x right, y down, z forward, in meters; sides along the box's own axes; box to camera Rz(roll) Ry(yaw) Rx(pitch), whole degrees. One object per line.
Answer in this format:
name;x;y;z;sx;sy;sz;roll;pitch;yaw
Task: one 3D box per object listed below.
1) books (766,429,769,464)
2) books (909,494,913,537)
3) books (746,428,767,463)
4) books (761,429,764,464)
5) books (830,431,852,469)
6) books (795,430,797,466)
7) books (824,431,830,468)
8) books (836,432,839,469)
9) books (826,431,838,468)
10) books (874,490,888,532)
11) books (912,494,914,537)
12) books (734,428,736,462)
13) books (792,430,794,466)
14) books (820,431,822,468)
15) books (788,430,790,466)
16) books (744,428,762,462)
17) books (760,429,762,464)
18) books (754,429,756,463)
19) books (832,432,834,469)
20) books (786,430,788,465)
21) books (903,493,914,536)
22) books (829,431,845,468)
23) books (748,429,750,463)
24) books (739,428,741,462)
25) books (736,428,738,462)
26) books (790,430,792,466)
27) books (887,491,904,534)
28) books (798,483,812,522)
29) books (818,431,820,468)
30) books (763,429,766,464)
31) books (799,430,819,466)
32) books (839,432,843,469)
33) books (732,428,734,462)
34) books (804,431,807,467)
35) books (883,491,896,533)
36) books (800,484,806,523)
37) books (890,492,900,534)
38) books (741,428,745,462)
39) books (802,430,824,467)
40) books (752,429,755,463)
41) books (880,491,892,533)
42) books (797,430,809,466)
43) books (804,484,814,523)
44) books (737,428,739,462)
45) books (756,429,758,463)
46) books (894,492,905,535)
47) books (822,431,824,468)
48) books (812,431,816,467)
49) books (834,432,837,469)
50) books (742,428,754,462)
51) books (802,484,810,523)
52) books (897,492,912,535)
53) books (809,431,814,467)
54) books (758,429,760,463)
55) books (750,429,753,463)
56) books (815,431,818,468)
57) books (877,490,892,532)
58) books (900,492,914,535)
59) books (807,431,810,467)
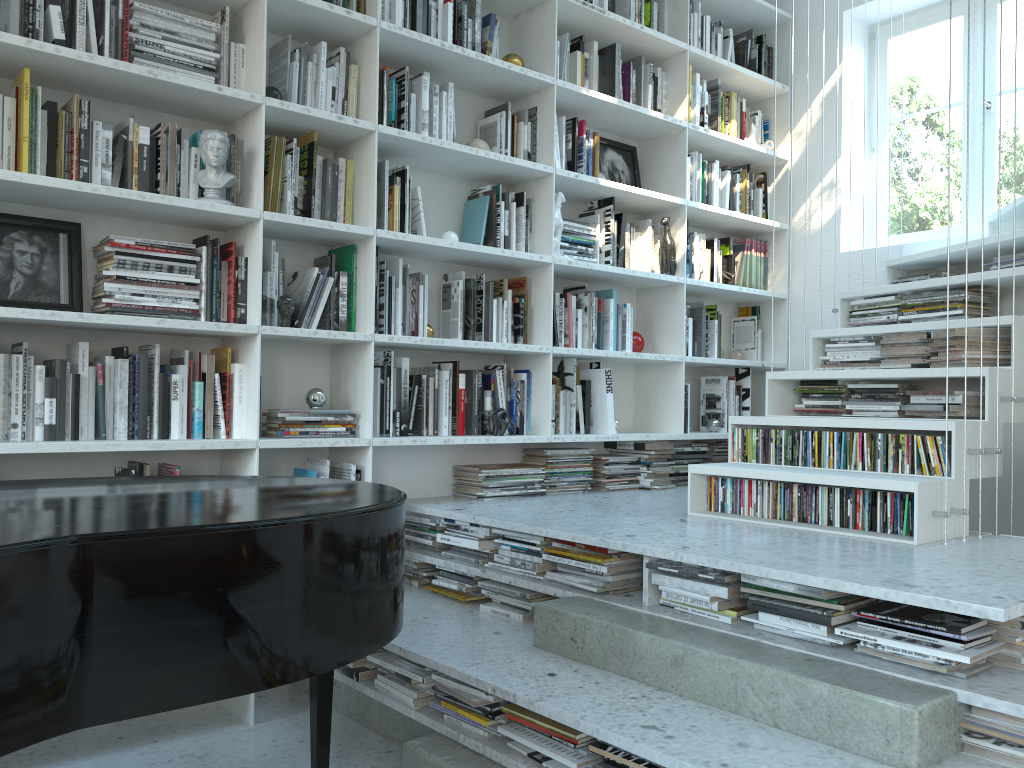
books;0.969;0.228;3.240;0.125;0.125;0.010;2;-1;-39
books;1.234;0.393;2.680;0.125;0.125;0.013;2;-1;-39
books;0.913;0.229;3.308;0.125;0.125;0.008;2;-1;-39
books;0.956;0.228;3.255;0.125;0.125;0.008;2;-1;-39
books;1.130;0.226;3.044;0.125;0.125;0.008;2;-1;-39
books;1.044;0.227;3.148;0.125;0.125;0.008;2;-1;-39
books;1.114;0.226;3.063;0.125;0.125;0.010;2;-1;-39
books;1.144;0.226;3.027;0.125;0.125;0.007;2;-1;-39
books;1.120;0.226;3.056;0.125;0.125;0.008;2;-1;-39
books;1.165;0.394;2.764;0.125;0.125;0.009;2;-1;-39
books;1.240;0.393;2.673;0.125;0.125;0.009;2;-1;-39
books;0.879;0.229;3.349;0.125;0.125;0.008;2;-1;-39
books;1.035;0.227;3.159;0.125;0.125;0.007;2;-1;-39
books;1.105;0.226;3.075;0.125;0.125;0.007;2;-1;-39
books;1.026;0.227;3.171;0.125;0.125;0.007;2;-1;-39
books;0.908;0.229;3.313;0.125;0.125;0.007;2;-1;-39
books;0.951;0.228;3.261;0.125;0.125;0.008;2;-1;-39
books;0.937;0.228;3.279;0.125;0.125;0.007;2;-1;-39
books;1.135;0.226;3.038;0.125;0.125;0.008;2;-1;-39
books;1.021;0.227;3.177;0.125;0.125;0.008;2;-1;-39
books;1.225;0.393;2.691;0.125;0.125;0.016;2;-1;-39
books;1.126;0.226;3.049;0.125;0.125;0.008;2;-1;-39
books;0.919;0.229;3.301;0.125;0.125;0.010;2;-1;-39
books;0.894;0.229;3.331;0.125;0.125;0.007;2;-1;-39
books;0.884;0.229;3.343;0.125;0.125;0.009;2;-1;-39
books;1.030;0.227;3.165;0.125;0.125;0.007;2;-1;-39
books;1.192;0.394;2.732;0.125;0.125;0.010;2;-1;-39
books;0.996;0.396;2.969;0.125;0.125;0.008;2;-1;-39
books;1.100;0.226;3.081;0.125;0.125;0.007;2;-1;-39
books;0.962;0.228;3.248;0.125;0.125;0.010;2;-1;-39
books;1.055;0.227;3.135;0.125;0.125;0.012;2;-1;-39
books;1.149;0.226;3.021;0.125;0.125;0.008;2;-1;-39
books;0.874;0.229;3.355;0.125;0.125;0.008;2;-1;-39
books;1.067;0.227;3.120;0.125;0.125;0.009;2;-1;-39
books;1.185;0.394;2.740;0.125;0.125;0.014;2;-1;-39
books;1.001;0.396;2.963;0.125;0.125;0.008;2;-1;-39
books;1.199;0.394;2.723;0.125;0.125;0.013;2;-1;-39
books;0.898;0.229;3.325;0.125;0.125;0.008;2;-1;-39
books;1.062;0.227;3.126;0.125;0.125;0.010;2;-1;-39
books;0.931;0.229;3.285;0.125;0.125;0.008;2;-1;-39
books;1.177;0.394;2.749;0.125;0.125;0.010;2;-1;-39
books;1.049;0.227;3.143;0.125;0.125;0.008;2;-1;-39
books;1.010;0.396;2.952;0.125;0.125;0.008;2;-1;-39
books;0.889;0.229;3.337;0.125;0.125;0.008;2;-1;-39
books;0.941;0.228;3.273;0.125;0.125;0.007;2;-1;-39
books;1.205;0.393;2.715;0.125;0.125;0.009;2;-1;-39
books;1.109;0.226;3.069;0.125;0.125;0.007;2;-1;-39
books;1.087;0.227;3.096;0.125;0.125;0.014;2;-1;-39
books;1.139;0.226;3.033;0.125;0.125;0.008;2;-1;-39
books;0.903;0.229;3.319;0.125;0.125;0.009;2;-1;-39
books;1.006;0.396;2.957;0.125;0.125;0.008;2;-1;-39
books;1.212;0.393;2.708;0.125;0.125;0.011;2;-1;-39
books;1.080;0.227;3.105;0.125;0.125;0.010;2;-1;-39
books;0.946;0.228;3.268;0.125;0.125;0.007;2;-1;-39
books;0.924;0.229;3.294;0.125;0.125;0.012;2;-1;-39
books;1.094;0.226;3.088;0.125;0.125;0.010;2;-1;-39
books;1.171;0.394;2.757;0.125;0.125;0.007;2;-1;-39
books;1.218;0.393;2.700;0.125;0.125;0.009;2;-1;-39
books;1.074;0.227;3.113;0.125;0.125;0.007;2;-1;-39
